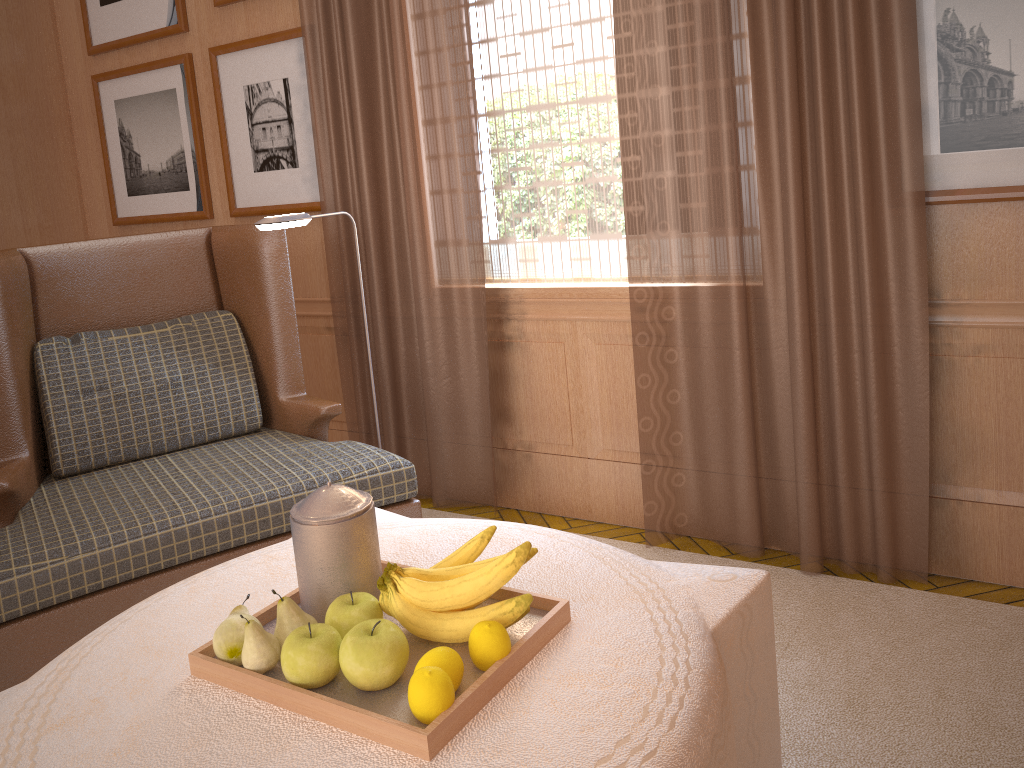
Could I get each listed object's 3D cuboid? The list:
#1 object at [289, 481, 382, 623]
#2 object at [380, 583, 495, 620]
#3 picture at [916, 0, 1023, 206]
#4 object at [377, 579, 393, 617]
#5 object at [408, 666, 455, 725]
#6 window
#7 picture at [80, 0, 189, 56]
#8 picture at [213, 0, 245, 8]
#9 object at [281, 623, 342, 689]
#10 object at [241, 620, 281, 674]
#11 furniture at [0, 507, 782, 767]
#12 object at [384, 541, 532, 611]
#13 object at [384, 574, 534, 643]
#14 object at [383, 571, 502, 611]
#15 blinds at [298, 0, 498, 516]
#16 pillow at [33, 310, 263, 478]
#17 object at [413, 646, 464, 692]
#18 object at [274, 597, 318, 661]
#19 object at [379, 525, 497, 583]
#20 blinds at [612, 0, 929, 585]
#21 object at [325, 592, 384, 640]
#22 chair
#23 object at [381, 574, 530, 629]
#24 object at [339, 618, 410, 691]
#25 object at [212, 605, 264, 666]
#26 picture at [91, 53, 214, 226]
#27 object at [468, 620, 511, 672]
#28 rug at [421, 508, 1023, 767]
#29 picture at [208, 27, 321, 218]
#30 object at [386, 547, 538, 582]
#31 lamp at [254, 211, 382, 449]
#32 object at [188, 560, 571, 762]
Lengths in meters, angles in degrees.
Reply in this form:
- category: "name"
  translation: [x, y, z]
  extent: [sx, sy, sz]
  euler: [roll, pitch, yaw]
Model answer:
- category: "object"
  translation: [-0.504, 0.470, 2.533]
  extent: [0.234, 0.386, 0.238]
  euler: [-5, 9, 0]
- category: "object"
  translation: [-0.175, 0.567, 2.428]
  extent: [0.397, 0.179, 0.062]
  euler: [-12, 10, -27]
- category: "picture"
  translation: [2.242, -1.410, 3.746]
  extent: [1.250, 1.230, 0.048]
  euler: [2, 10, 33]
- category: "object"
  translation: [-0.222, 0.560, 2.473]
  extent: [0.398, 0.183, 0.072]
  euler: [-17, 14, -42]
- category: "object"
  translation: [-0.184, 0.714, 2.016]
  extent: [0.107, 0.131, 0.116]
  euler: [-7, 10, -10]
- category: "window"
  translation: [0.460, -2.246, 5.279]
  extent: [2.434, 3.328, 0.860]
  euler: [1, 10, 33]
- category: "picture"
  translation: [-3.017, -3.279, 6.847]
  extent: [1.250, 1.230, 0.048]
  euler: [2, 10, 33]
- category: "picture"
  translation: [-1.852, -3.174, 6.102]
  extent: [0.805, 0.943, 0.048]
  euler: [1, 10, 33]
- category: "object"
  translation: [-0.499, 0.684, 2.206]
  extent: [0.156, 0.133, 0.162]
  euler: [3, 14, 37]
- category: "object"
  translation: [-0.649, 0.667, 2.263]
  extent: [0.098, 0.146, 0.099]
  euler: [-9, 10, -20]
- category: "furniture"
  translation: [-0.372, 1.146, 2.477]
  extent: [1.950, 0.885, 1.990]
  euler: [2, 15, 30]
- category: "object"
  translation: [-0.144, 0.501, 2.282]
  extent: [0.403, 0.167, 0.072]
  euler: [-3, 8, 10]
- category: "object"
  translation: [-0.142, 0.580, 2.279]
  extent: [0.396, 0.170, 0.074]
  euler: [-3, 8, 9]
- category: "object"
  translation: [-0.150, 0.530, 2.354]
  extent: [0.376, 0.170, 0.066]
  euler: [-5, 8, 0]
- category: "blinds"
  translation: [-0.750, -1.524, 5.555]
  extent: [1.428, 4.729, 0.270]
  euler: [0, 9, 35]
- category: "pillow"
  translation: [-1.983, 0.020, 4.815]
  extent: [1.085, 0.697, 0.542]
  euler: [-13, 12, -31]
- category: "object"
  translation: [-0.175, 0.695, 2.112]
  extent: [0.111, 0.109, 0.136]
  euler: [2, 13, 36]
- category: "object"
  translation: [-0.580, 0.652, 2.360]
  extent: [0.131, 0.194, 0.131]
  euler: [-9, 10, -20]
- category: "object"
  translation: [-0.215, 0.511, 2.456]
  extent: [0.380, 0.157, 0.104]
  euler: [-14, 12, -33]
- category: "blinds"
  translation: [1.204, -1.403, 4.298]
  extent: [1.446, 4.719, 0.271]
  euler: [-1, 9, 32]
- category: "object"
  translation: [-0.421, 0.640, 2.356]
  extent: [0.156, 0.133, 0.162]
  euler: [3, 14, 37]
- category: "chair"
  translation: [-1.737, 0.246, 4.465]
  extent: [1.929, 1.944, 1.735]
  euler: [-12, 12, -31]
- category: "object"
  translation: [-0.146, 0.580, 2.337]
  extent: [0.385, 0.197, 0.063]
  euler: [-6, 8, -2]
- category: "object"
  translation: [-0.340, 0.672, 2.175]
  extent: [0.173, 0.145, 0.172]
  euler: [-7, 11, -10]
- category: "object"
  translation: [-0.745, 0.678, 2.369]
  extent: [0.134, 0.126, 0.195]
  euler: [-13, 14, -36]
- category: "picture"
  translation: [-2.887, -1.909, 7.017]
  extent: [1.250, 1.230, 0.048]
  euler: [2, 10, 33]
- category: "object"
  translation: [-0.055, 0.659, 2.209]
  extent: [0.107, 0.131, 0.116]
  euler: [-7, 10, -10]
- category: "rug"
  translation: [-1.806, 1.888, 1.906]
  extent: [6.001, 0.020, 8.112]
  euler: [4, 16, 32]
- category: "picture"
  translation: [-1.725, -1.834, 6.269]
  extent: [1.050, 1.230, 0.048]
  euler: [1, 10, 33]
- category: "object"
  translation: [-0.132, 0.501, 2.396]
  extent: [0.409, 0.127, 0.092]
  euler: [-7, 10, -8]
- category: "lamp"
  translation: [-0.912, 0.094, 4.663]
  extent: [0.564, 1.996, 0.639]
  euler: [-6, 8, -5]
- category: "object"
  translation: [-0.346, 0.683, 2.377]
  extent: [0.801, 0.059, 0.651]
  euler: [4, 16, 32]
